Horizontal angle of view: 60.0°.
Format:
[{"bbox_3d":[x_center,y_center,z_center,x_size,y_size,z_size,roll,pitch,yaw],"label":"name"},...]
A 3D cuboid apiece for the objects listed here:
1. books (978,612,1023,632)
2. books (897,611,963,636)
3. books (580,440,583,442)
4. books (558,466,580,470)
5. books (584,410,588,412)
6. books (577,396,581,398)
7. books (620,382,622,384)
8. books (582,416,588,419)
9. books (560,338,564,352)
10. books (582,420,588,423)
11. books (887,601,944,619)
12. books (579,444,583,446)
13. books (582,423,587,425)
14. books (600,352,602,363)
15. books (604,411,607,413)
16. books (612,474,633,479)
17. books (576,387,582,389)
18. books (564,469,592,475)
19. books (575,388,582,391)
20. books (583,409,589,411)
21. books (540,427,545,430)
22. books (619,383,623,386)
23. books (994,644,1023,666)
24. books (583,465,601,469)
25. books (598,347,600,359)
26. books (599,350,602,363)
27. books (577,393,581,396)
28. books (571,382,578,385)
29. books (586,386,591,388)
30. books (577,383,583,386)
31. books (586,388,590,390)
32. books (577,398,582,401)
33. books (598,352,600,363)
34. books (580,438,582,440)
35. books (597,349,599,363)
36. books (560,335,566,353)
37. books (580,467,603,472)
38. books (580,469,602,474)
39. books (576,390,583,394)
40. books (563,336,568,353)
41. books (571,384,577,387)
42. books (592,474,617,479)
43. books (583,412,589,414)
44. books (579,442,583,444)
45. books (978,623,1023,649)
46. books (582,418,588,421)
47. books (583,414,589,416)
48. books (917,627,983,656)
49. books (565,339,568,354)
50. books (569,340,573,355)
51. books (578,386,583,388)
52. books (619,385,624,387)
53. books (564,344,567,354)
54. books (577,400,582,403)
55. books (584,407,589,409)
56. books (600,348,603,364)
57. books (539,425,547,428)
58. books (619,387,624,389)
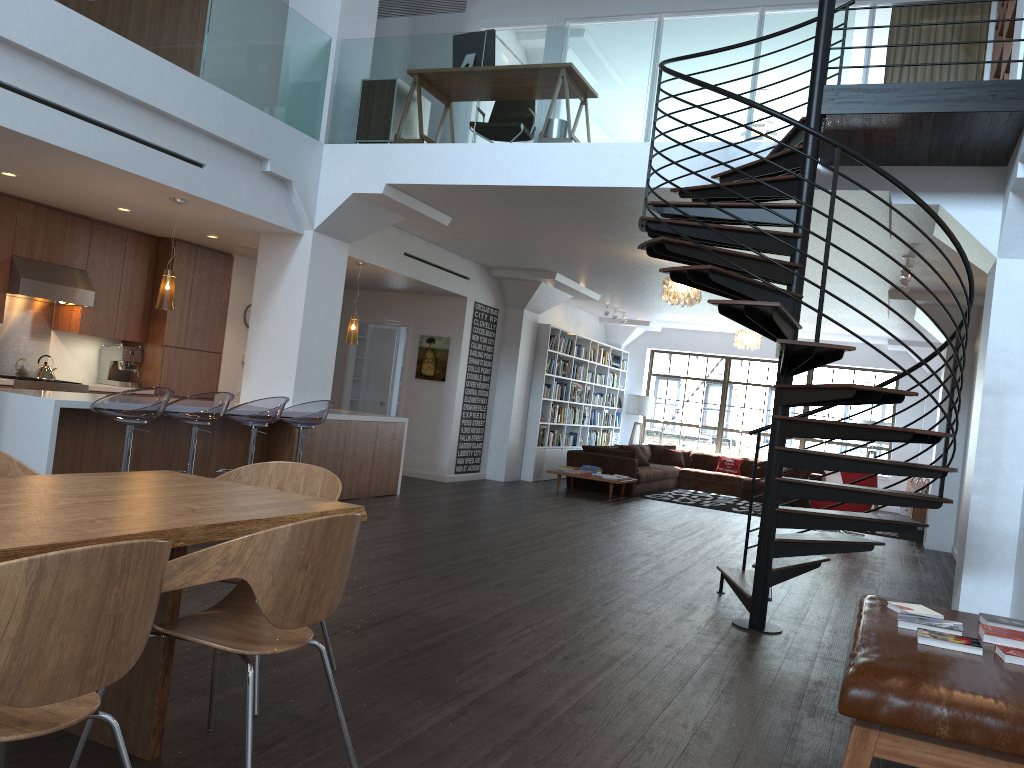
[{"bbox_3d":[2.223,1.073,3.923,0.254,0.044,0.183,6,-1,18],"label":"books"},{"bbox_3d":[1.758,1.014,3.732,0.247,0.040,0.185,6,-1,26],"label":"books"},{"bbox_3d":[1.108,0.987,15.663,0.254,0.032,0.174,6,-1,28],"label":"books"},{"bbox_3d":[0.846,1.247,13.059,0.241,0.045,0.334,6,-1,25],"label":"books"},{"bbox_3d":[1.246,0.476,15.667,0.161,0.026,0.223,7,-1,13],"label":"books"},{"bbox_3d":[1.060,0.214,15.270,0.180,0.042,0.259,6,-1,23],"label":"books"},{"bbox_3d":[2.039,-0.028,17.471,0.144,0.025,0.204,7,-1,-37],"label":"books"},{"bbox_3d":[1.216,0.577,15.689,0.231,0.044,0.168,6,-1,18],"label":"books"},{"bbox_3d":[0.723,-0.622,14.163,0.174,0.242,0.105,6,-1,23],"label":"books"},{"bbox_3d":[1.194,0.656,15.682,0.251,0.037,0.160,6,-1,28],"label":"books"},{"bbox_3d":[1.836,1.035,4.046,0.161,0.031,0.223,7,-1,1],"label":"books"},{"bbox_3d":[1.103,1.054,15.658,0.284,0.035,0.197,6,-1,23],"label":"books"},{"bbox_3d":[1.190,0.693,15.678,0.246,0.038,0.171,6,-1,23],"label":"books"},{"bbox_3d":[1.542,-0.482,16.128,0.161,0.223,0.027,6,-1,23],"label":"books"},{"bbox_3d":[1.673,0.518,16.706,0.223,0.031,0.161,6,-1,23],"label":"books"},{"bbox_3d":[1.577,1.332,12.736,0.350,0.035,0.256,8,-1,-42],"label":"books"},{"bbox_3d":[1.094,0.066,15.309,0.223,0.027,0.161,7,-1,13],"label":"books"},{"bbox_3d":[0.938,1.256,12.647,0.340,0.035,0.236,8,-1,-42],"label":"books"},{"bbox_3d":[1.095,0.095,15.281,0.161,0.033,0.223,6,-1,23],"label":"books"},{"bbox_3d":[1.244,0.451,15.677,0.208,0.024,0.144,6,-1,28],"label":"books"},{"bbox_3d":[0.401,0.688,13.765,0.174,0.045,0.240,7,-1,13],"label":"books"},{"bbox_3d":[2.037,0.000,17.466,0.174,0.032,0.254,7,-1,-32],"label":"books"},{"bbox_3d":[1.956,1.034,3.331,0.224,0.036,0.161,6,-1,17],"label":"books"},{"bbox_3d":[1.168,1.220,12.992,0.224,0.027,0.157,6,-1,28],"label":"books"},{"bbox_3d":[1.495,-0.528,15.958,0.140,0.298,0.044,6,-1,23],"label":"books"},{"bbox_3d":[1.527,-0.496,16.090,0.171,0.246,0.057,6,-1,23],"label":"books"},{"bbox_3d":[1.084,0.172,15.278,0.168,0.045,0.231,6,-1,18],"label":"books"},{"bbox_3d":[0.969,-0.019,14.886,0.223,0.027,0.161,6,-1,33],"label":"books"},{"bbox_3d":[1.250,0.045,15.599,0.224,0.030,0.161,6,-1,33],"label":"books"},{"bbox_3d":[1.122,0.009,15.288,0.129,0.043,0.185,6,-1,38],"label":"books"},{"bbox_3d":[1.243,0.074,15.590,0.223,0.031,0.161,6,-1,23],"label":"books"},{"bbox_3d":[1.080,0.256,15.263,0.160,0.039,0.251,6,-1,28],"label":"books"},{"bbox_3d":[1.502,-0.481,16.002,0.144,0.207,0.048,6,-1,23],"label":"books"},{"bbox_3d":[1.115,0.959,15.661,0.204,0.025,0.144,6,-1,23],"label":"books"},{"bbox_3d":[1.456,-0.508,15.918,0.189,0.247,0.057,6,-1,23],"label":"books"},{"bbox_3d":[0.754,-0.641,14.246,0.176,0.293,0.125,6,-1,23],"label":"books"},{"bbox_3d":[1.160,1.251,12.995,0.279,0.035,0.191,6,-1,33],"label":"books"},{"bbox_3d":[1.159,1.287,12.990,0.312,0.037,0.216,7,-1,13],"label":"books"},{"bbox_3d":[1.094,0.131,15.272,0.183,0.042,0.253,6,-1,23],"label":"books"},{"bbox_3d":[0.775,-0.636,14.306,0.197,0.290,0.136,6,-1,23],"label":"books"},{"bbox_3d":[0.966,0.018,14.909,0.174,0.045,0.240,6,-1,23],"label":"books"},{"bbox_3d":[1.302,1.294,12.481,0.231,0.040,0.342,7,-1,-27],"label":"books"},{"bbox_3d":[1.226,0.502,15.688,0.223,0.032,0.161,6,-1,23],"label":"books"},{"bbox_3d":[1.107,1.020,15.658,0.284,0.033,0.197,7,-1,8],"label":"books"},{"bbox_3d":[2.082,1.049,3.637,0.283,0.043,0.197,6,-1,23],"label":"books"},{"bbox_3d":[1.204,0.618,15.707,0.259,0.040,0.180,6,-1,23],"label":"books"},{"bbox_3d":[1.214,0.535,15.684,0.253,0.040,0.183,6,-1,23],"label":"books"},{"bbox_3d":[1.708,1.006,3.466,0.224,0.032,0.161,6,-1,23],"label":"books"},{"bbox_3d":[0.813,-0.610,14.365,0.159,0.248,0.089,6,-1,23],"label":"books"},{"bbox_3d":[0.897,-0.600,14.570,0.182,0.255,0.077,6,-1,23],"label":"books"},{"bbox_3d":[1.113,0.042,15.293,0.144,0.024,0.208,6,-1,28],"label":"books"},{"bbox_3d":[2.033,0.033,17.470,0.284,0.033,0.197,6,-1,38],"label":"books"},{"bbox_3d":[0.795,-0.599,14.337,0.161,0.222,0.083,6,-1,23],"label":"books"},{"bbox_3d":[1.078,0.295,15.264,0.171,0.039,0.246,6,-1,23],"label":"books"},{"bbox_3d":[1.242,0.418,15.673,0.185,0.041,0.129,6,-1,38],"label":"books"},{"bbox_3d":[1.560,-0.513,16.167,0.176,0.290,0.053,6,-1,23],"label":"books"},{"bbox_3d":[0.404,0.651,13.742,0.223,0.027,0.161,6,-1,33],"label":"books"},{"bbox_3d":[2.029,0.067,17.470,0.197,0.035,0.284,7,-1,-37],"label":"books"}]
